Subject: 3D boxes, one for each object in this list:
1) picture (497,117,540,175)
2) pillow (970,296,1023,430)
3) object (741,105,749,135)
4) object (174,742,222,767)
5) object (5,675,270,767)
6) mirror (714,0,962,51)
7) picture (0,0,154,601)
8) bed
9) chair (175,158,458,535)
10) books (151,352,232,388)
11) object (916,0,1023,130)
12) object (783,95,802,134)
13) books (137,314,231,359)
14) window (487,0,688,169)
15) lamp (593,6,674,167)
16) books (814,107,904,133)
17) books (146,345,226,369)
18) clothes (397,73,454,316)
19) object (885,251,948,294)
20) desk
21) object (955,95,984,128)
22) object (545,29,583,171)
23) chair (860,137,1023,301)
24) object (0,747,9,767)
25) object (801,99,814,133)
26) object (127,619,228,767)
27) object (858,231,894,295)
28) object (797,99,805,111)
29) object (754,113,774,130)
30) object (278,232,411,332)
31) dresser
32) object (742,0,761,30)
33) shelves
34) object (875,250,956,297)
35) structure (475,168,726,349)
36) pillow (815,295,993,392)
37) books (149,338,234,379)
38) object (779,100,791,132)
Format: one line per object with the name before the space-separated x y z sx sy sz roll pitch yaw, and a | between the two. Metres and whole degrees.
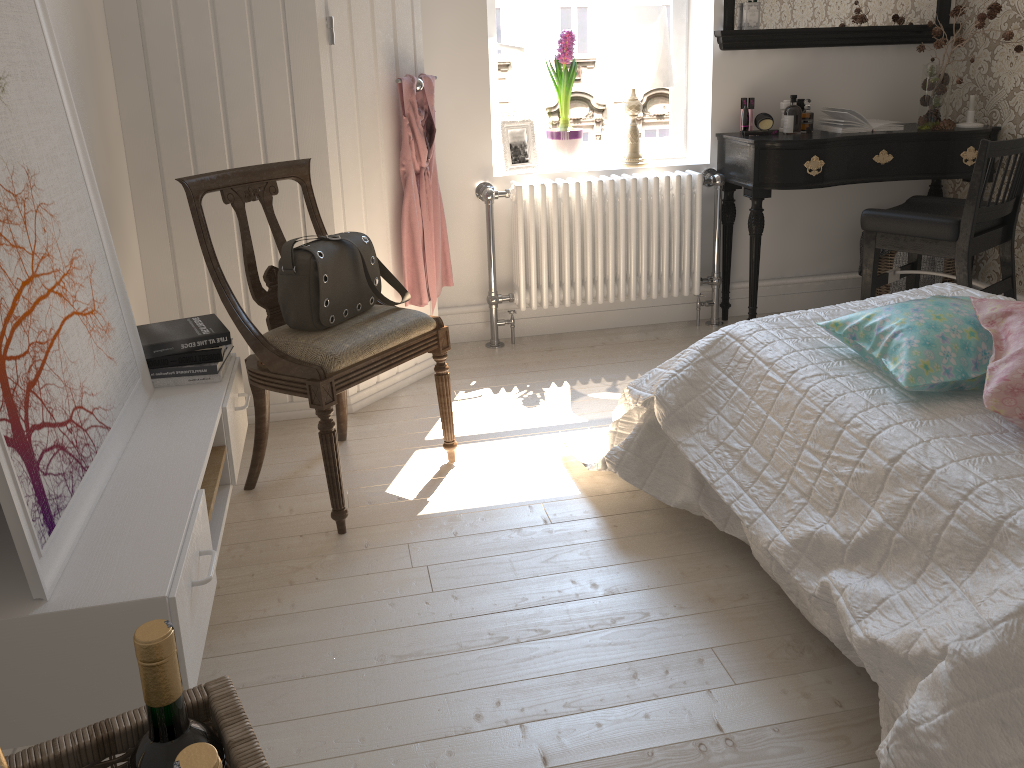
picture | 0.029 -0.988 3.670 0.178 0.220 0.050 -13 19 -30
pillow | 1.040 -0.021 1.616 0.354 0.197 0.404 5 21 20
object | 0.971 -1.099 3.670 0.031 0.117 0.056 6 18 26
object | -0.268 0.453 0.784 0.095 0.352 0.129 -11 19 -29
object | -0.349 0.507 0.809 0.278 0.263 0.281 -12 21 -29
mirror | 1.383 -1.702 3.675 1.119 0.558 0.068 -6 16 -11
picture | -0.846 -0.375 1.488 0.164 1.132 0.876 -5 18 -11
bed | 1.390 0.118 1.937 2.214 0.615 2.006 -6 20 -10
chair | -0.532 -0.152 2.479 0.541 0.868 0.531 9 20 32
books | -0.827 -0.038 2.169 0.242 0.022 0.196 -5 21 -9
object | 1.835 -1.309 3.545 0.321 0.584 0.550 -16 22 -38
object | 1.157 -1.110 3.634 0.070 0.154 0.072 -7 17 -16
books | -0.839 -0.114 2.157 0.260 0.031 0.195 -13 23 -27
window | 0.307 -1.820 3.707 0.951 1.737 0.113 -5 16 -11
lamp | 0.513 -1.250 3.734 0.339 0.636 0.350 -2 17 1
books | 1.455 -1.115 3.706 0.279 0.093 0.232 -5 20 -9
books | -0.829 -0.085 2.162 0.240 0.027 0.196 -7 21 -13
clothes | -0.322 -0.678 3.208 0.092 0.854 0.338 3 17 17
object | 1.746 -0.490 3.854 0.291 0.346 0.357 7 20 26
desk | 1.467 -0.667 3.776 1.107 0.802 0.447 -6 17 -11
object | 1.908 -1.133 3.668 0.105 0.128 0.107 6 19 23
object | 0.218 -1.191 3.705 0.157 0.562 0.160 -10 18 -25
chair | 1.593 -0.491 3.242 0.463 0.839 0.464 -16 22 -39
object | -0.410 0.472 0.785 0.287 0.323 0.097 12 21 37
object | 1.228 -1.117 3.674 0.054 0.135 0.055 6 18 27
object | -0.329 0.407 0.876 0.095 0.368 0.097 0 16 5
object | 1.694 -0.514 3.876 0.367 0.324 0.311 -5 18 -10
object | 1.232 -1.150 3.770 0.058 0.130 0.058 11 21 37
object | 1.043 -1.085 3.673 0.080 0.083 0.084 8 20 27
object | -0.476 -0.307 2.448 0.214 0.241 0.409 9 22 31
dresser | -0.766 -1.212 2.990 1.026 2.517 0.719 -5 16 -11
object | 0.988 -1.523 3.639 0.072 0.118 0.038 -4 16 -6
shelves | -0.745 0.223 1.783 0.368 0.204 1.145 -6 21 -10
object | 1.765 -0.516 3.890 0.394 0.421 0.403 5 19 19
structure | 0.397 -0.533 3.719 1.069 0.665 0.170 -6 16 -11
pillow | 0.896 -0.086 1.865 0.362 0.164 0.392 -4 20 -6
books | -0.836 -0.061 2.170 0.259 0.022 0.218 -4 20 -6
object | 1.161 -1.132 3.730 0.058 0.130 0.058 11 21 37
